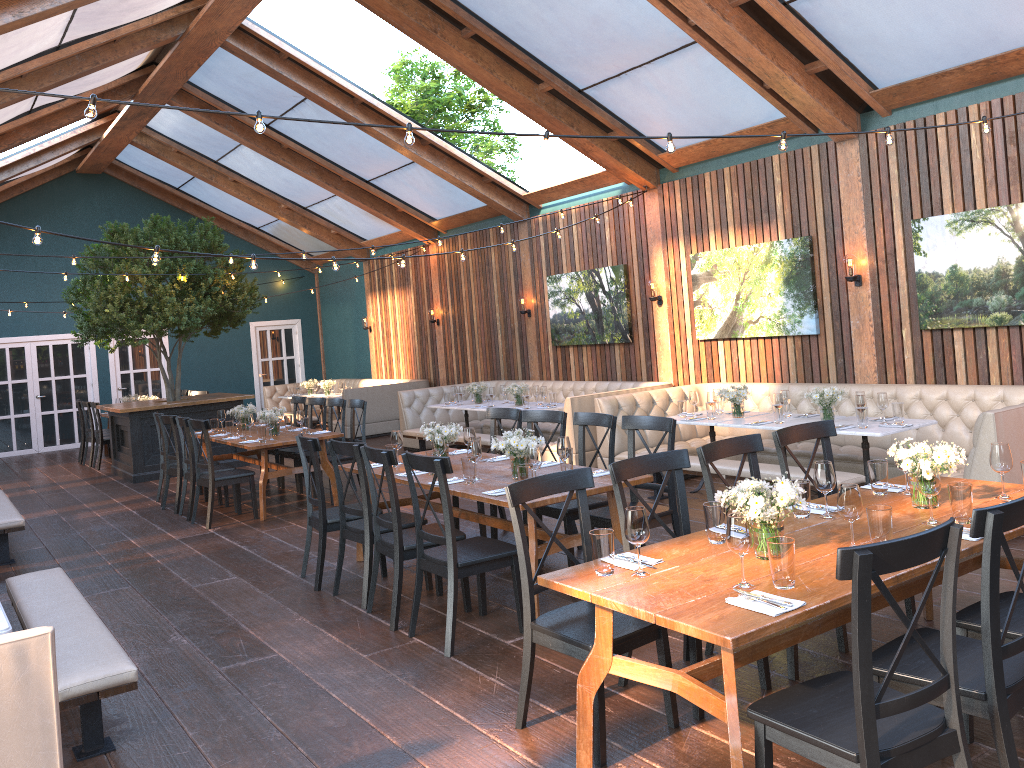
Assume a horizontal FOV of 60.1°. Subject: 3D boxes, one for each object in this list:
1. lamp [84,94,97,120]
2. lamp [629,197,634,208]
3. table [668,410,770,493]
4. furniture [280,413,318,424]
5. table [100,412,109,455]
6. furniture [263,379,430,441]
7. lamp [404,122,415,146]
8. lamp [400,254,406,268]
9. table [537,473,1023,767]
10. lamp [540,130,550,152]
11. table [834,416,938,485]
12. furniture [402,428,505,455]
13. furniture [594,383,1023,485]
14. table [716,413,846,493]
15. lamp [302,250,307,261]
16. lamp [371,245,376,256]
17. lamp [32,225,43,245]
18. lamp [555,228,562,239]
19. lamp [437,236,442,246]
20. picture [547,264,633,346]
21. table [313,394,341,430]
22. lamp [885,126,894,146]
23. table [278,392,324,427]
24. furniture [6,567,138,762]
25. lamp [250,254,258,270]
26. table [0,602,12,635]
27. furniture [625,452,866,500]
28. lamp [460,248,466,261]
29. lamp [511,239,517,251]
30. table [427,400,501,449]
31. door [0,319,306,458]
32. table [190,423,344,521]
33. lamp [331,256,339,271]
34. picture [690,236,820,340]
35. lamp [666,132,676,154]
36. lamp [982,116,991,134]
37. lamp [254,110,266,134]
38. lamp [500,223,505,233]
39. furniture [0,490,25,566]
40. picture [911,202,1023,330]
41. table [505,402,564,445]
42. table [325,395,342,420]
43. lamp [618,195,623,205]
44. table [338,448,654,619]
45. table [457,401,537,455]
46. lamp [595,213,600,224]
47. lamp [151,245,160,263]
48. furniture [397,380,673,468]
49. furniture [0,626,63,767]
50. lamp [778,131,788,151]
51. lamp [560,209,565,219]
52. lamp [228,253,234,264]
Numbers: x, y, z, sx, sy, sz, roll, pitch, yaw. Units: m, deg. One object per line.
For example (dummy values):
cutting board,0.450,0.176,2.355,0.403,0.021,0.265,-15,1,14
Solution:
lamp,-1.999,-1.317,4.210,0.075,0.114,0.056,-4,1,12
lamp,1.414,-2.154,10.499,0.056,0.119,0.063,-4,1,39
table,1.916,0.639,8.398,0.801,0.672,0.797,-6,3,-35
furniture,-4.095,0.755,16.114,0.313,0.399,2.325,-5,3,-34
table,-6.162,0.843,14.729,0.953,0.729,2.427,-6,4,-34
furniture,-3.177,0.413,16.709,1.714,0.859,4.152,-6,4,-34
lamp,-0.543,-1.313,4.651,0.056,0.121,0.056,-5,1,-19
lamp,-0.948,-1.064,7.661,0.056,0.120,0.056,-5,1,-15
table,1.390,0.962,3.595,2.438,0.729,0.949,-7,3,-34
lamp,0.179,-1.338,4.878,0.057,0.120,0.056,-5,1,-40
table,2.828,0.654,7.047,0.801,0.672,0.797,-6,3,-35
furniture,-0.699,0.810,11.086,0.313,0.399,2.325,-5,3,-34
furniture,2.730,0.508,7.965,1.714,0.859,4.152,-6,4,-34
table,2.372,0.647,7.722,0.801,0.672,0.797,-6,3,-34
lamp,-2.274,-1.405,9.669,0.056,0.121,0.056,-5,1,-19
lamp,-1.559,-1.495,9.905,0.056,0.117,0.067,-4,1,19
lamp,-2.824,-0.884,5.260,0.056,0.120,0.056,-5,1,-37
lamp,0.491,-1.598,9.389,0.071,0.116,0.056,-5,1,-12
lamp,-0.825,-1.633,10.106,0.056,0.121,0.056,-5,1,-13
picture,1.009,-1.027,11.880,0.065,0.997,1.648,-4,2,-34
table,-3.545,0.551,16.482,0.801,0.672,0.797,-6,3,-34
lamp,2.363,-1.554,5.545,0.056,0.121,0.056,-5,1,0
table,-4.002,0.544,17.157,0.801,0.672,0.797,-6,3,-35
furniture,-2.307,1.360,4.533,0.313,0.399,2.325,-5,3,-34
lamp,-1.890,-0.891,6.467,0.056,0.121,0.056,-5,1,-35
table,-2.430,1.302,3.472,0.801,0.672,0.797,-6,3,-35
furniture,1.829,0.851,7.345,0.313,0.399,2.325,-5,3,-34
lamp,-0.459,-1.203,8.239,0.056,0.121,0.056,-4,1,43
lamp,0.019,-1.381,8.818,0.056,0.120,0.056,-5,1,-6
table,-0.611,0.598,12.139,0.801,0.672,0.797,-6,3,-35
door,-8.009,0.075,17.390,8.196,2.209,0.173,-7,1,-34
table,-2.736,0.898,9.659,0.953,0.729,2.427,-6,4,-34
lamp,-1.409,-0.961,7.061,0.056,0.120,0.056,-5,1,-28
picture,2.575,-1.003,9.573,0.065,0.997,1.648,-4,2,-34
lamp,0.914,-1.390,5.105,0.056,0.121,0.056,-4,1,24
lamp,3.086,-1.686,5.761,0.056,0.121,0.056,-5,1,-18
lamp,-1.261,-1.308,4.413,0.056,0.120,0.056,-4,1,32
lamp,-0.119,-1.816,10.319,0.064,0.118,0.056,-5,1,-41
furniture,-4.834,1.319,8.274,0.313,0.399,2.325,-5,3,-34
picture,4.115,-0.979,7.306,0.065,0.997,1.648,-4,2,-34
table,0.301,0.613,10.788,0.801,0.672,0.797,-6,3,-35
table,-3.089,0.558,15.806,0.801,0.672,0.797,-6,3,-35
lamp,1.305,-2.223,10.691,0.056,0.121,0.056,-5,1,-12
table,-0.214,0.939,5.925,0.953,0.729,2.427,-6,4,-34
table,-0.155,0.606,11.463,0.801,0.672,0.797,-6,3,-34
lamp,0.960,-1.857,9.948,0.060,0.119,0.056,-5,1,-12
lamp,-2.365,-0.861,5.863,0.056,0.120,0.056,-4,1,16
furniture,0.201,0.467,11.709,1.714,0.859,4.152,-6,4,-34
furniture,-3.208,1.240,3.920,1.714,0.859,4.152,-6,4,-34
lamp,1.633,-1.464,5.335,0.059,0.119,0.056,-4,1,36
lamp,0.601,-2.018,10.503,0.056,0.120,0.056,-4,1,9
lamp,-3.001,-1.337,9.441,0.056,0.121,0.056,-4,1,31
